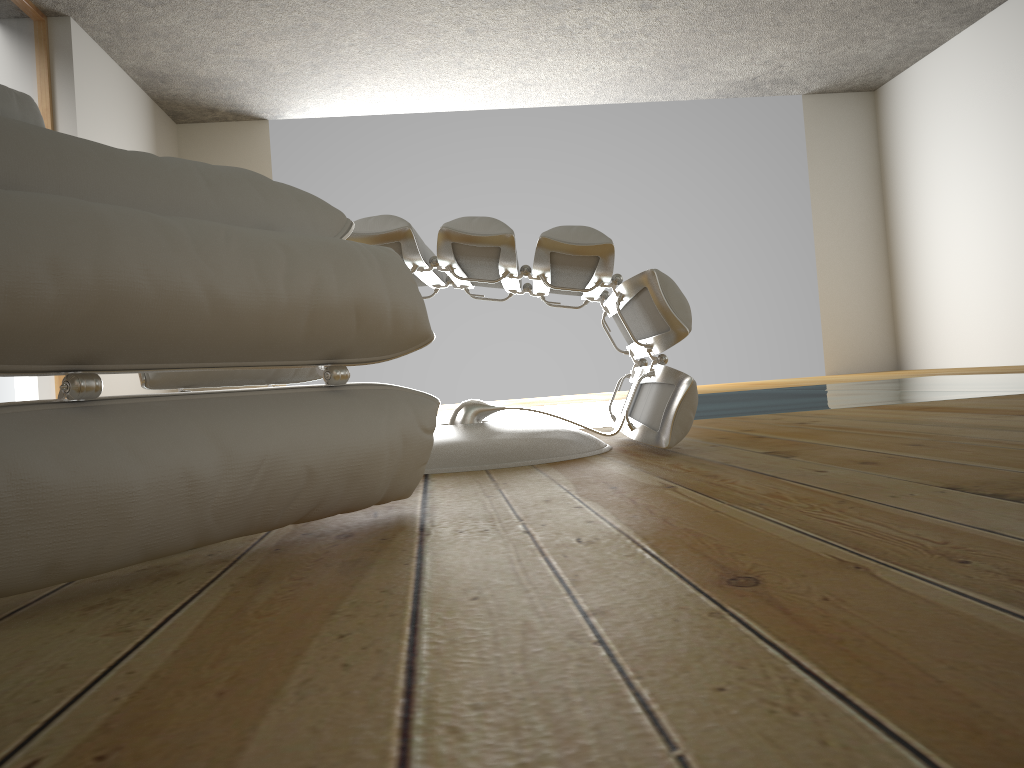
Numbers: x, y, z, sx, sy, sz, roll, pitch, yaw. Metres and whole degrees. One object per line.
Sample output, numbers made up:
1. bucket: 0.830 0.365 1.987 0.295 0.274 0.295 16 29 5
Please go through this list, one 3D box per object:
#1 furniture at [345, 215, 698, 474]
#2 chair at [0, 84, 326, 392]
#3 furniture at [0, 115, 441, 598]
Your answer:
1. furniture: -0.033 -0.084 1.689 0.686 0.440 0.569 -4 -1 2
2. chair: -0.929 -0.283 1.891 0.913 0.969 0.569 -5 -1 20
3. furniture: -0.507 -0.048 0.934 0.685 0.440 0.570 -5 -1 30
